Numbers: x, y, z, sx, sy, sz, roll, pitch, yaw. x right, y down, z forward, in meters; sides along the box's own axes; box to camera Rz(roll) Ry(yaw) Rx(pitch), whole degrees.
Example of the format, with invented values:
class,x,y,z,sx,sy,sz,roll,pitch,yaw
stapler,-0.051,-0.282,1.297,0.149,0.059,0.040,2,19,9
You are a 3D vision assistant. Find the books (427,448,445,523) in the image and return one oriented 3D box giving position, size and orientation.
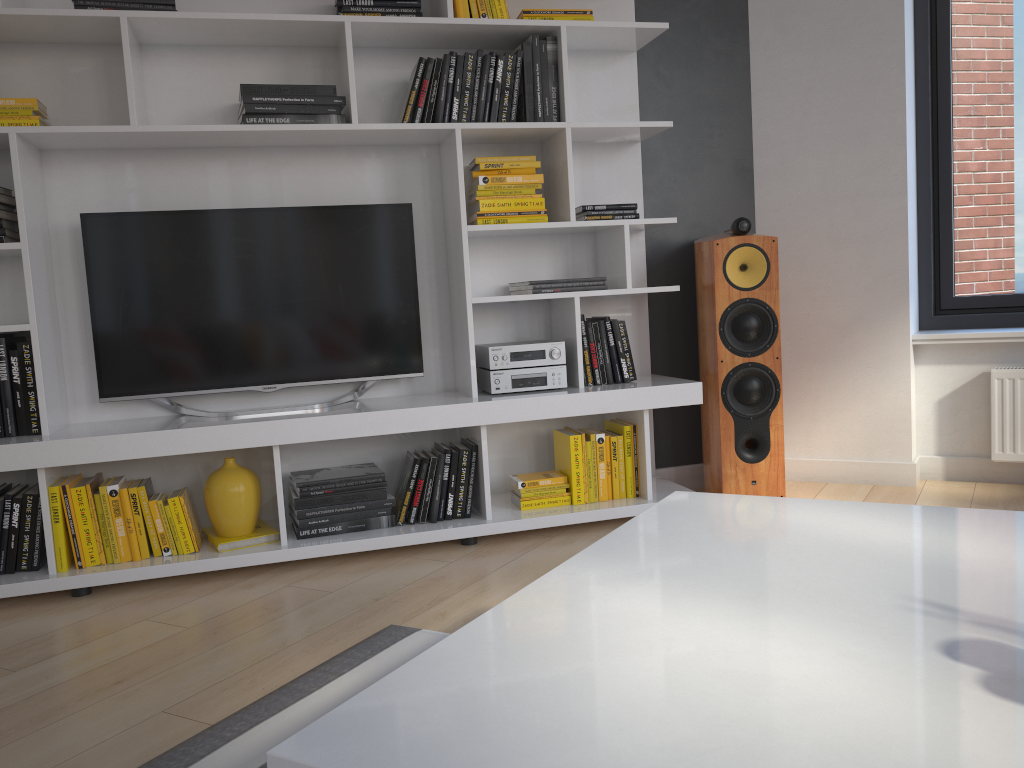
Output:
class,x,y,z,sx,sy,sz,roll,pitch,yaw
books,-0.277,0.358,3.158,0.069,0.242,0.172,-5,6,-14

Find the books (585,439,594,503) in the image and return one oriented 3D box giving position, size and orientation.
class,x,y,z,sx,sy,sz,roll,pitch,yaw
books,0.264,0.317,3.305,0.024,0.229,0.156,-5,6,-15

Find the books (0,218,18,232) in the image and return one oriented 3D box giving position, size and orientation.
class,x,y,z,sx,sy,sz,roll,pitch,yaw
books,-1.741,-0.497,2.820,0.266,0.030,0.209,-5,6,-16

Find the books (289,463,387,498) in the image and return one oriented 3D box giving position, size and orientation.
class,x,y,z,sx,sy,sz,roll,pitch,yaw
books,-0.620,0.338,3.139,0.310,0.047,0.250,-5,6,-19

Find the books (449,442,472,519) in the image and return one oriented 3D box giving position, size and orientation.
class,x,y,z,sx,sy,sz,roll,pitch,yaw
books,-0.199,0.344,3.203,0.084,0.249,0.191,-5,6,-15

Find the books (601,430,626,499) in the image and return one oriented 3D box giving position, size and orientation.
class,x,y,z,sx,sy,sz,roll,pitch,yaw
books,0.382,0.301,3.355,0.024,0.234,0.172,-5,6,-15

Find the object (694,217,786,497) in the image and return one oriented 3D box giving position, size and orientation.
class,x,y,z,sx,sy,sz,roll,pitch,yaw
object,0.878,-0.091,3.489,0.290,1.088,0.434,-3,5,0

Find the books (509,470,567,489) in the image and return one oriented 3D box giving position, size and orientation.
class,x,y,z,sx,sy,sz,roll,pitch,yaw
books,0.095,0.354,3.286,0.186,0.026,0.138,-5,6,-15

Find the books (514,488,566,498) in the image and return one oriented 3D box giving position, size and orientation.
class,x,y,z,sx,sy,sz,roll,pitch,yaw
books,0.102,0.392,3.262,0.169,0.018,0.113,-5,6,-13

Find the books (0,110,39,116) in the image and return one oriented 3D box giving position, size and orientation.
class,x,y,z,sx,sy,sz,roll,pitch,yaw
books,-1.591,-0.843,2.801,0.169,0.018,0.113,-5,6,-13

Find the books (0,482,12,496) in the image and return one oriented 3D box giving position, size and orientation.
class,x,y,z,sx,sy,sz,roll,pitch,yaw
books,-1.646,0.461,2.834,0.066,0.260,0.197,-5,6,-15

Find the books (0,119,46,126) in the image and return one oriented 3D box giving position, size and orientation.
class,x,y,z,sx,sy,sz,roll,pitch,yaw
books,-1.589,-0.809,2.820,0.190,0.033,0.147,-5,6,-15

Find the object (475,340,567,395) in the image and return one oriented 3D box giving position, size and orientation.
class,x,y,z,sx,sy,sz,roll,pitch,yaw
object,0.028,-0.065,3.305,0.285,0.174,0.270,-5,6,-15

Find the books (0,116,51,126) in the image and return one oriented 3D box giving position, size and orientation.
class,x,y,z,sx,sy,sz,roll,pitch,yaw
books,-1.590,-0.832,2.822,0.196,0.011,0.148,-5,6,-15

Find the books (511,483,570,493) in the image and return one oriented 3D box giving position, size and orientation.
class,x,y,z,sx,sy,sz,roll,pitch,yaw
books,0.103,0.374,3.277,0.187,0.014,0.134,-5,6,-15

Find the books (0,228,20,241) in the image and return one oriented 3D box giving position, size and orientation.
class,x,y,z,sx,sy,sz,roll,pitch,yaw
books,-1.728,-0.469,2.807,0.270,0.025,0.189,-5,6,-16

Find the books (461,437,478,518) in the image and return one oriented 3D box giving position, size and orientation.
class,x,y,z,sx,sy,sz,roll,pitch,yaw
books,-0.167,0.336,3.212,0.066,0.260,0.197,-5,6,-15

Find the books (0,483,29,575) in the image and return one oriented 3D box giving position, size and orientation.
class,x,y,z,sx,sy,sz,roll,pitch,yaw
books,-1.601,0.460,2.843,0.075,0.254,0.192,-5,6,-16

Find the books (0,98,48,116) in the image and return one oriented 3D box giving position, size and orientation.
class,x,y,z,sx,sy,sz,roll,pitch,yaw
books,-1.598,-0.881,2.825,0.186,0.026,0.138,-5,6,-15

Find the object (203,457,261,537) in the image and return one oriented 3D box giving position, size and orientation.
class,x,y,z,sx,sy,sz,roll,pitch,yaw
object,-0.939,0.375,2.984,0.185,0.257,0.185,-8,7,-37

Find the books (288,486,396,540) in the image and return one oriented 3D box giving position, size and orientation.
class,x,y,z,sx,sy,sz,roll,pitch,yaw
books,-0.602,0.431,3.129,0.343,0.137,0.277,-5,6,-20

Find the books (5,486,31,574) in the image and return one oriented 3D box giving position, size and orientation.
class,x,y,z,sx,sy,sz,roll,pitch,yaw
books,-1.572,0.464,2.838,0.071,0.243,0.179,-5,6,-16

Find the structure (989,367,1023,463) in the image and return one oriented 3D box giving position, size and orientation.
class,x,y,z,sx,sy,sz,roll,pitch,yaw
structure,2.503,0.164,3.093,1.474,0.460,0.110,0,6,30

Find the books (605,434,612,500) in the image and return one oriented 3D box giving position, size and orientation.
class,x,y,z,sx,sy,sz,roll,pitch,yaw
books,0.334,0.302,3.342,0.023,0.239,0.169,-5,6,-15

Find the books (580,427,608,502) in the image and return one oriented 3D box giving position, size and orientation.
class,x,y,z,sx,sy,sz,roll,pitch,yaw
books,0.305,0.299,3.332,0.035,0.250,0.185,-5,6,-15

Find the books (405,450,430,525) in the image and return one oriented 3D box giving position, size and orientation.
class,x,y,z,sx,sy,sz,roll,pitch,yaw
books,-0.347,0.365,3.167,0.096,0.234,0.187,-5,6,-14

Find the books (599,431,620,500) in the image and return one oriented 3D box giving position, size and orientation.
class,x,y,z,sx,sy,sz,roll,pitch,yaw
books,0.358,0.303,3.345,0.024,0.234,0.172,-5,6,-15

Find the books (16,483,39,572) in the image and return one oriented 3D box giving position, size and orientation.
class,x,y,z,sx,sy,sz,roll,pitch,yaw
books,-1.538,0.457,2.858,0.084,0.249,0.191,-5,6,-15

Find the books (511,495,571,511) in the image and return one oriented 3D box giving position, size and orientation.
class,x,y,z,sx,sy,sz,roll,pitch,yaw
books,0.104,0.426,3.282,0.190,0.033,0.147,-5,6,-15

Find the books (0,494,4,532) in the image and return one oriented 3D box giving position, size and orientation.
class,x,y,z,sx,sy,sz,roll,pitch,yaw
books,-1.617,0.472,2.813,0.069,0.242,0.172,-5,6,-14

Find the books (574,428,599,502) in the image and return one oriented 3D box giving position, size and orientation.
class,x,y,z,sx,sy,sz,roll,pitch,yaw
books,0.279,0.301,3.327,0.019,0.251,0.180,-5,6,-15

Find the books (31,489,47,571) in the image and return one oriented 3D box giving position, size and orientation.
class,x,y,z,sx,sy,sz,roll,pitch,yaw
books,-1.506,0.450,2.867,0.066,0.260,0.197,-5,6,-15

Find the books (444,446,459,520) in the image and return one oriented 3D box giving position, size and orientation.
class,x,y,z,sx,sy,sz,roll,pitch,yaw
books,-0.234,0.352,3.189,0.068,0.243,0.179,-5,6,-16

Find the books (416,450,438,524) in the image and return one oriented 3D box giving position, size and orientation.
class,x,y,z,sx,sy,sz,roll,pitch,yaw
books,-0.313,0.363,3.161,0.081,0.233,0.169,-5,6,-16

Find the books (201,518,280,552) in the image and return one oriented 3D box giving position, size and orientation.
class,x,y,z,sx,sy,sz,roll,pitch,yaw
books,-0.930,0.514,3.030,0.204,0.029,0.270,-7,6,-30

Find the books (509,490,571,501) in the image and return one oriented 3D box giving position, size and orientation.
class,x,y,z,sx,sy,sz,roll,pitch,yaw
books,0.103,0.403,3.283,0.196,0.011,0.148,-5,6,-15

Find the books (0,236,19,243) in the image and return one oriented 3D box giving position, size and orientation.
class,x,y,z,sx,sy,sz,roll,pitch,yaw
books,-1.727,-0.443,2.807,0.263,0.026,0.189,-5,6,-16

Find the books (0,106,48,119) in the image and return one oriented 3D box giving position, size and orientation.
class,x,y,z,sx,sy,sz,roll,pitch,yaw
books,-1.590,-0.861,2.815,0.187,0.014,0.134,-5,6,-15

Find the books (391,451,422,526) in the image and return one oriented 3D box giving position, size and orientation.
class,x,y,z,sx,sy,sz,roll,pitch,yaw
books,-0.378,0.367,3.153,0.104,0.234,0.182,-5,6,-15

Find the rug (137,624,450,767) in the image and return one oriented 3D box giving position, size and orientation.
class,x,y,z,sx,sy,sz,roll,pitch,yaw
rug,0.284,0.719,1.049,2.326,0.016,1.662,0,6,30

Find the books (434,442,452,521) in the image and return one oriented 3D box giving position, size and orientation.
class,x,y,z,sx,sy,sz,roll,pitch,yaw
books,-0.262,0.347,3.188,0.075,0.254,0.192,-5,6,-16
